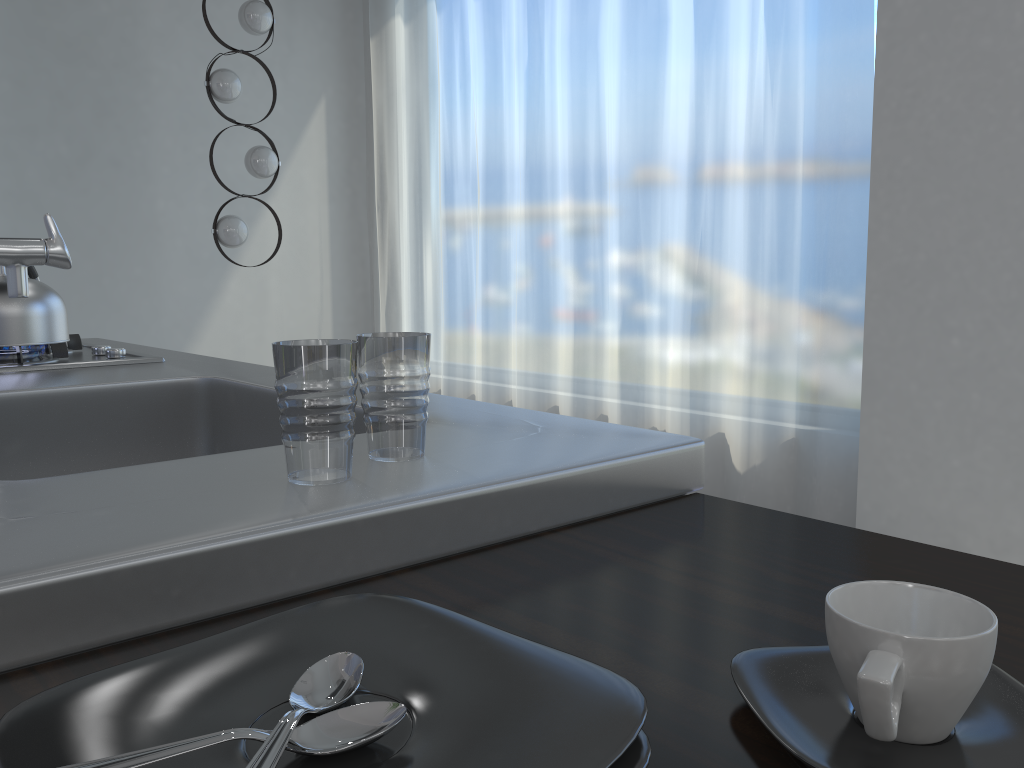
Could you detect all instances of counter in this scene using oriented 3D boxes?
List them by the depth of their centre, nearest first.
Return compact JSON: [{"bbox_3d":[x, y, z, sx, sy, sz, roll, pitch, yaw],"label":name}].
[{"bbox_3d":[-0.639,0.322,0.981,1.302,1.300,3.291,-6,9,-40],"label":"counter"}]

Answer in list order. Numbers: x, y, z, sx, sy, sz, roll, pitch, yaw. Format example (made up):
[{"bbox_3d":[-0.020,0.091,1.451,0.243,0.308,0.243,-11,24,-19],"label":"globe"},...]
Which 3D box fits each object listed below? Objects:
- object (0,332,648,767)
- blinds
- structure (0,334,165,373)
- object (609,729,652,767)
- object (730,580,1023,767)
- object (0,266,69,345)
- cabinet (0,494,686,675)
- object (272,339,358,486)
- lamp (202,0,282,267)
[{"bbox_3d":[-0.130,0.063,0.555,0.269,0.147,0.646,-2,7,-15],"label":"object"},{"bbox_3d":[0.146,-1.000,4.180,0.120,3.112,3.245,-6,9,-40],"label":"blinds"},{"bbox_3d":[-1.145,-0.083,1.940,0.519,0.055,0.709,-6,9,-40],"label":"structure"},{"bbox_3d":[-0.079,0.158,0.384,0.232,0.020,0.232,-6,9,-37],"label":"object"},{"bbox_3d":[0.197,0.144,0.444,0.153,0.069,0.153,-1,7,-7],"label":"object"},{"bbox_3d":[-1.019,-0.185,1.780,0.229,0.196,0.220,6,9,41],"label":"object"},{"bbox_3d":[-0.647,0.545,1.004,1.377,0.852,3.285,-6,9,-40],"label":"cabinet"},{"bbox_3d":[-0.167,0.023,0.762,0.071,0.119,0.072,-6,9,-40],"label":"object"},{"bbox_3d":[-1.298,-1.751,4.216,0.180,2.370,0.367,6,10,43],"label":"lamp"}]
